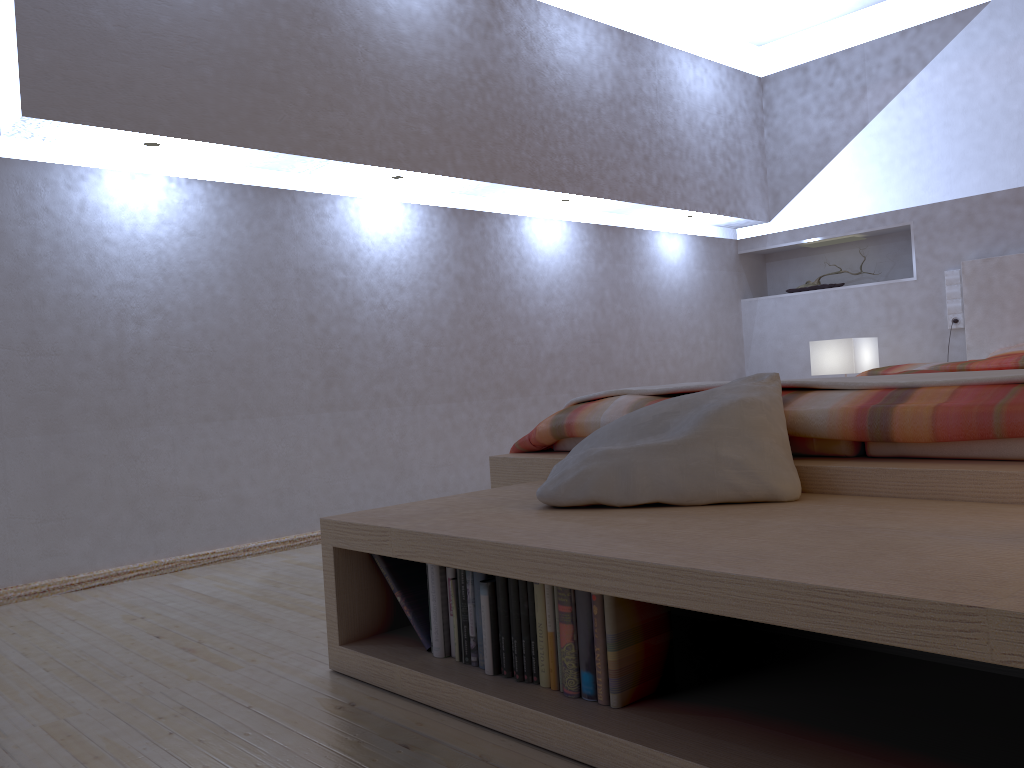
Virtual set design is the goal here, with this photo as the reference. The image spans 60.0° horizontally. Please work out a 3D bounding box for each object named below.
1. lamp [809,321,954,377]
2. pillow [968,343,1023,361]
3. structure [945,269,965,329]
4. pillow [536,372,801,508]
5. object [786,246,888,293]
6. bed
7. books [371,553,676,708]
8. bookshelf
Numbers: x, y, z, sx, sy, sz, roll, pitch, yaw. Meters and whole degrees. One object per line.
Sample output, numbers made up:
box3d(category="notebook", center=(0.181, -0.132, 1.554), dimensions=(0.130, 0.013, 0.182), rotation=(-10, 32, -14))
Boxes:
box3d(category="lamp", center=(1.815, -0.029, 4.411), dimensions=(0.684, 0.515, 0.318), rotation=(-4, 0, -14))
box3d(category="pillow", center=(2.288, -0.104, 3.829), dimensions=(0.492, 0.180, 0.572), rotation=(-4, 0, -42))
box3d(category="structure", center=(2.179, -0.416, 4.359), dimensions=(0.034, 0.286, 0.077), rotation=(-4, 0, -43))
box3d(category="pillow", center=(0.317, 0.111, 1.845), dimensions=(0.498, 0.241, 0.470), rotation=(-4, 0, 12))
box3d(category="object", center=(1.804, -0.649, 4.973), dimensions=(0.183, 0.242, 0.589), rotation=(-4, 0, -44))
box3d(category="bed", center=(1.685, -0.056, 2.678), dimensions=(3.009, 0.994, 2.087), rotation=(-4, 0, -43))
box3d(category="books", center=(-0.023, 0.399, 1.600), dimensions=(0.157, 0.193, 0.652), rotation=(-4, 0, -43))
box3d(category="bookshelf", center=(0.366, 0.373, 1.442), dimensions=(0.643, 0.303, 1.495), rotation=(-4, 0, -43))
